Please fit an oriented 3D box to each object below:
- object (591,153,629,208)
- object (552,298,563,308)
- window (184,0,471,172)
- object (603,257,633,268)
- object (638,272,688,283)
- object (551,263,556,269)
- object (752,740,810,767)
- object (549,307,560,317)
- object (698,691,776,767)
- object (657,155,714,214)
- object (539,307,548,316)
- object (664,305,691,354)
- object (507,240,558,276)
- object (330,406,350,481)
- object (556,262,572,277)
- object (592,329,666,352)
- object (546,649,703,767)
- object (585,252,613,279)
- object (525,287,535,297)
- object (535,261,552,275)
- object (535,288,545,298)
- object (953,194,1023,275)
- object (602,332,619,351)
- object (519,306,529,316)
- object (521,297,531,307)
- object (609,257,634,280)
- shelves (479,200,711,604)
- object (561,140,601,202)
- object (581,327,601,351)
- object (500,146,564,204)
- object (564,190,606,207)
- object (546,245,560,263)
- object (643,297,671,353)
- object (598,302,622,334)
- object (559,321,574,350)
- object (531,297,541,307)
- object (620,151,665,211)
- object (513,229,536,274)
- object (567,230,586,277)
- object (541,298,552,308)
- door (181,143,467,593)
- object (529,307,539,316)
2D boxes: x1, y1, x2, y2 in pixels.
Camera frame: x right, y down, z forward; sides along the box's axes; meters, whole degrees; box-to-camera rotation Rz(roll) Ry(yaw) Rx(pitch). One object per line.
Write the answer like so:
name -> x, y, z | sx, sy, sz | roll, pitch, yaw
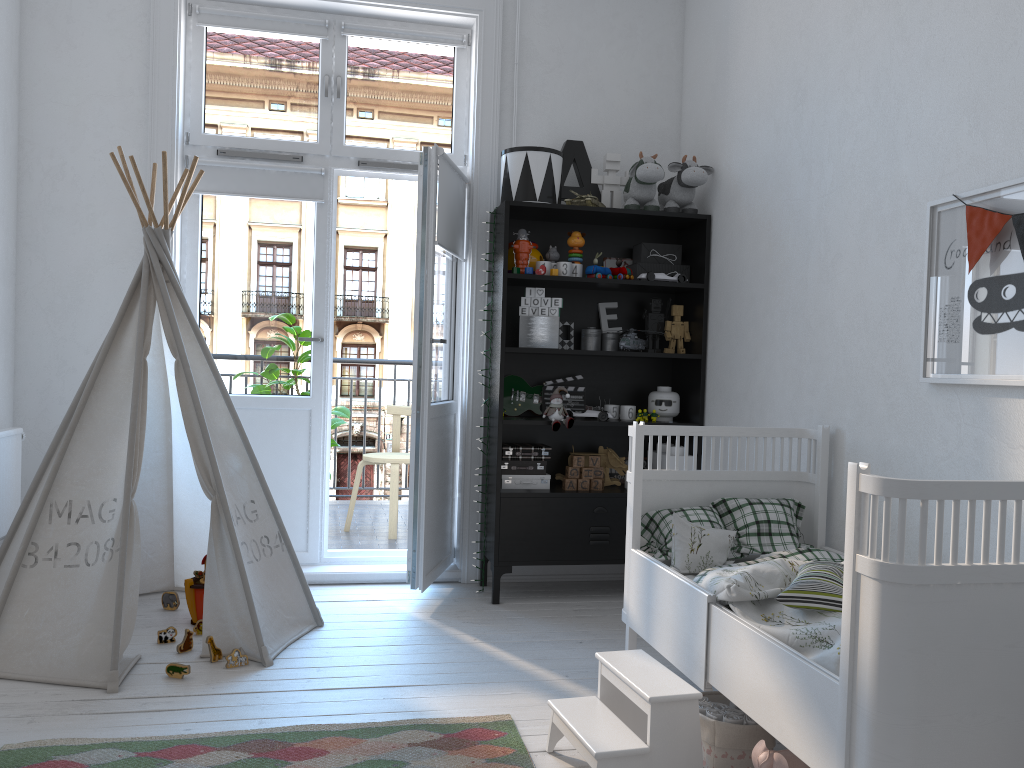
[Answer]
object -> 0.450, -0.893, 4.027 | 0.190, 0.290, 0.065 | 2, 1, -7
object -> 0.194, -0.344, 3.767 | 0.040, 0.040, 0.040 | 2, 1, 13
window -> -0.811, -1.338, 4.006 | 1.263, 0.660, 0.101 | 2, 1, -12
object -> 0.593, -0.514, 4.114 | 0.347, 0.132, 0.037 | 2, 1, -12
object -> 0.657, -0.464, 3.878 | 0.230, 0.048, 0.098 | 1, 1, -22
object -> 0.178, -0.488, 3.846 | 0.067, 0.067, 0.067 | 1, 1, -38
object -> 0.575, 0.892, 1.998 | 0.254, 0.152, 0.125 | 2, 1, -13
object -> 0.180, -0.304, 3.769 | 0.040, 0.040, 0.040 | 2, 1, 18
object -> 0.562, 0.889, 2.272 | 0.215, 0.148, 0.240 | 2, 1, -5
object -> 0.714, -0.861, 3.919 | 0.211, 0.253, 0.386 | 1, 1, -28
object -> 0.134, -0.306, 3.771 | 0.040, 0.040, 0.040 | 2, 1, 3
object -> 0.740, -0.243, 3.968 | 0.114, 0.221, 0.052 | 2, 1, -12
object -> 0.069, -0.556, 3.849 | 0.197, 0.197, 0.318 | 1, 1, -15
object -> -1.249, 0.216, 5.040 | 0.720, 1.225, 0.489 | 2, 1, -2
object -> 0.223, -0.486, 3.795 | 0.067, 0.067, 0.067 | 2, 1, -11
object -> 0.530, -0.192, 3.937 | 0.368, 0.106, 0.349 | 2, 1, -10
object -> 0.274, 0.832, 2.180 | 0.288, 0.246, 0.332 | 1, 1, -17
object -> 0.381, -0.511, 3.867 | 0.121, 0.126, 0.087 | 1, 2, -35
object -> 0.077, -0.388, 3.773 | 0.040, 0.040, 0.040 | 2, 1, -7
object -> 0.135, -0.489, 3.792 | 0.067, 0.067, 0.067 | 2, 1, -11
object -> 0.118, -0.387, 3.770 | 0.040, 0.040, 0.040 | 2, 1, -2
object -> 1.246, -0.434, 1.917 | 0.058, 0.415, 0.904 | 2, 1, -12
object -> 0.471, -0.188, 3.959 | 0.078, 0.091, 0.246 | 1, 1, -17
object -> 0.051, -0.309, 3.776 | 0.040, 0.040, 0.040 | 2, 1, 3
object -> 0.058, -0.348, 3.775 | 0.040, 0.040, 0.040 | 2, 1, -2
object -> 0.480, -0.509, 3.931 | 0.087, 0.112, 0.122 | 1, 2, -41
shelves -> 0.357, 0.089, 3.929 | 0.911, 1.678, 0.353 | 2, 1, -12
object -> 0.275, -0.926, 4.021 | 0.343, 0.344, 0.057 | 2, 1, -12
object -> 0.358, -0.201, 4.020 | 0.095, 0.110, 0.095 | 2, 1, -7
object -> 0.102, -0.887, 3.910 | 0.272, 0.259, 0.395 | 2, 1, 17
object -> 0.310, -0.800, 3.845 | 0.121, 0.100, 0.338 | 2, 1, 23
object -> 0.180, -0.536, 3.950 | 0.063, 0.160, 0.063 | 1, 2, -33
object -> 0.653, -0.266, 4.013 | 0.117, 0.259, 0.081 | 2, 1, -12
object -> 0.451, -0.303, 4.080 | 0.107, 0.151, 0.055 | 2, 1, -12
object -> 0.245, -0.217, 4.031 | 0.070, 0.135, 0.028 | 2, 1, -12
object -> 0.104, -0.347, 3.772 | 0.040, 0.040, 0.040 | 2, 1, 8
object -> 0.566, -0.865, 3.884 | 0.154, 0.253, 0.370 | 2, 1, -4
object -> 0.051, -0.560, 3.773 | 0.105, 0.203, 0.072 | 2, 1, -4
object -> 0.276, -0.558, 3.844 | 0.077, 0.213, 0.077 | 2, 1, 22
object -> 0.149, -0.346, 3.770 | 0.040, 0.040, 0.040 | 2, 1, 18
door -> -0.809, -0.085, 3.793 | 1.264, 1.839, 0.636 | 2, 1, -10
object -> 0.091, -0.307, 3.782 | 0.040, 0.040, 0.040 | 2, 1, -7
